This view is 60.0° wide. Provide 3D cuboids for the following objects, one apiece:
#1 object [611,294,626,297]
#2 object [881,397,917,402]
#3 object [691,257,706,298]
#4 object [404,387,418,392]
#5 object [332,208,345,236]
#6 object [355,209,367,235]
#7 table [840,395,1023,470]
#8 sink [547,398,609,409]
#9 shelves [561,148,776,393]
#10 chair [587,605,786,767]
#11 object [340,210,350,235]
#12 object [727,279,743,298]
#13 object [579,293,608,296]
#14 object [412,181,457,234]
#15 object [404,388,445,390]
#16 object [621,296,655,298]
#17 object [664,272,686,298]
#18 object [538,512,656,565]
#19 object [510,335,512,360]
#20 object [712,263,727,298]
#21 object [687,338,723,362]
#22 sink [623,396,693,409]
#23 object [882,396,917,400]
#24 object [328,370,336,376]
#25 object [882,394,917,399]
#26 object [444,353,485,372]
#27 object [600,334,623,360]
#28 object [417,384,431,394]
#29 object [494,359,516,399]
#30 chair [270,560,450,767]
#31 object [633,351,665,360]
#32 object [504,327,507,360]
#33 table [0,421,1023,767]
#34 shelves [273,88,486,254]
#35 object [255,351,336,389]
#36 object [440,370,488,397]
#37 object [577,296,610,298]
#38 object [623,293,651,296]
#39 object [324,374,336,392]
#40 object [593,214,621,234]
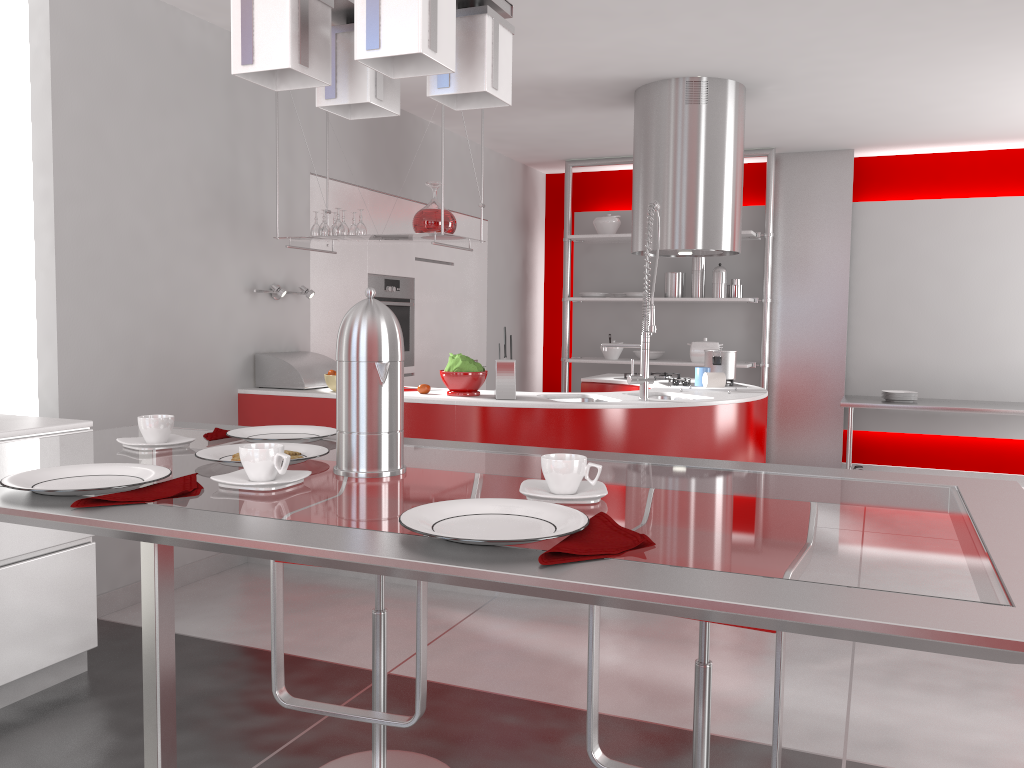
[{"bbox_3d":[0.961,-0.741,7.516,0.244,0.042,0.244,2,4,14],"label":"object"},{"bbox_3d":[2.846,0.117,6.520,0.228,0.020,0.228,1,4,4],"label":"object"},{"bbox_3d":[1.485,-0.847,7.062,0.109,0.329,0.110,2,4,20],"label":"object"},{"bbox_3d":[-0.566,0.027,4.499,0.168,0.006,0.266,-3,5,-41],"label":"object"},{"bbox_3d":[-0.844,-0.782,4.309,0.060,0.141,0.060,1,4,-1],"label":"object"},{"bbox_3d":[-0.743,-0.784,4.357,0.060,0.141,0.060,2,4,22],"label":"object"},{"bbox_3d":[3.239,0.481,6.426,1.627,0.682,0.749,3,4,24],"label":"table"},{"bbox_3d":[0.310,0.171,4.171,0.326,0.172,0.428,0,4,-16],"label":"sink"},{"bbox_3d":[1.232,-0.569,7.293,1.735,2.599,0.535,2,4,22],"label":"shelves"},{"bbox_3d":[0.434,0.675,1.991,0.418,0.857,0.460,3,5,27],"label":"chair"},{"bbox_3d":[-0.835,-0.788,4.394,0.060,0.141,0.060,2,4,22],"label":"object"},{"bbox_3d":[1.784,-0.760,7.094,0.127,0.157,0.127,3,5,33],"label":"object"},{"bbox_3d":[0.681,-0.736,7.392,0.244,0.042,0.244,1,4,7],"label":"object"},{"bbox_3d":[-0.373,-0.836,4.268,0.213,0.266,0.213,-3,5,-39],"label":"object"},{"bbox_3d":[-0.509,0.021,4.495,0.375,0.008,0.041,1,4,-1],"label":"object"},{"bbox_3d":[1.028,-0.707,7.235,0.280,0.015,0.280,-2,5,-38],"label":"object"},{"bbox_3d":[1.315,-0.797,7.183,0.184,0.205,0.172,3,5,28],"label":"object"},{"bbox_3d":[0.107,0.167,0.957,0.095,0.012,0.234,2,4,21],"label":"object"},{"bbox_3d":[-0.003,-0.085,4.078,0.012,0.279,0.130,0,4,-6],"label":"object"},{"bbox_3d":[1.627,-0.809,6.952,0.115,0.274,0.115,2,4,15],"label":"object"},{"bbox_3d":[1.560,-0.275,7.168,0.282,0.197,0.235,2,4,12],"label":"object"},{"bbox_3d":[0.760,0.163,4.357,0.326,0.172,0.428,-1,5,-28],"label":"sink"},{"bbox_3d":[2.846,0.106,6.519,0.228,0.020,0.228,1,4,4],"label":"object"},{"bbox_3d":[-0.879,-0.041,4.373,0.055,0.058,0.066,1,4,8],"label":"object"},{"bbox_3d":[2.846,0.096,6.518,0.228,0.020,0.228,1,4,4],"label":"object"},{"bbox_3d":[-0.219,-0.058,4.209,0.198,0.182,0.193,3,5,28],"label":"object"},{"bbox_3d":[0.834,-0.312,7.406,0.192,0.214,0.192,1,4,9],"label":"object"},{"bbox_3d":[-0.424,0.024,4.272,0.064,0.048,0.063,1,4,1],"label":"object"},{"bbox_3d":[-0.031,-0.024,4.062,0.091,0.178,0.137,0,4,-4],"label":"object"},{"bbox_3d":[-0.336,0.642,2.315,0.418,0.857,0.460,2,4,18],"label":"chair"},{"bbox_3d":[1.148,-0.239,7.441,0.272,0.072,0.272,0,4,-13],"label":"object"},{"bbox_3d":[-0.031,-0.102,4.084,0.014,0.322,0.150,0,4,-6],"label":"object"},{"bbox_3d":[-0.160,0.640,1.370,1.700,1.000,0.800,2,4,22],"label":"table"},{"bbox_3d":[-0.643,-1.173,4.337,0.934,1.023,0.462,2,4,22],"label":"shelves"},{"bbox_3d":[-1.086,-0.077,4.623,0.300,0.170,0.400,2,4,22],"label":"object"},{"bbox_3d":[-0.230,-0.005,4.216,0.229,0.118,0.228,0,4,-6],"label":"object"},{"bbox_3d":[0.681,-0.723,7.393,0.280,0.015,0.280,-2,5,-31],"label":"object"},{"bbox_3d":[1.028,-0.720,7.234,0.244,0.042,0.244,1,4,7],"label":"object"},{"bbox_3d":[-0.817,-0.004,4.348,0.201,0.086,0.201,3,4,23],"label":"object"},{"bbox_3d":[0.790,-1.321,7.391,0.231,0.191,0.231,-1,5,-27],"label":"object"}]
